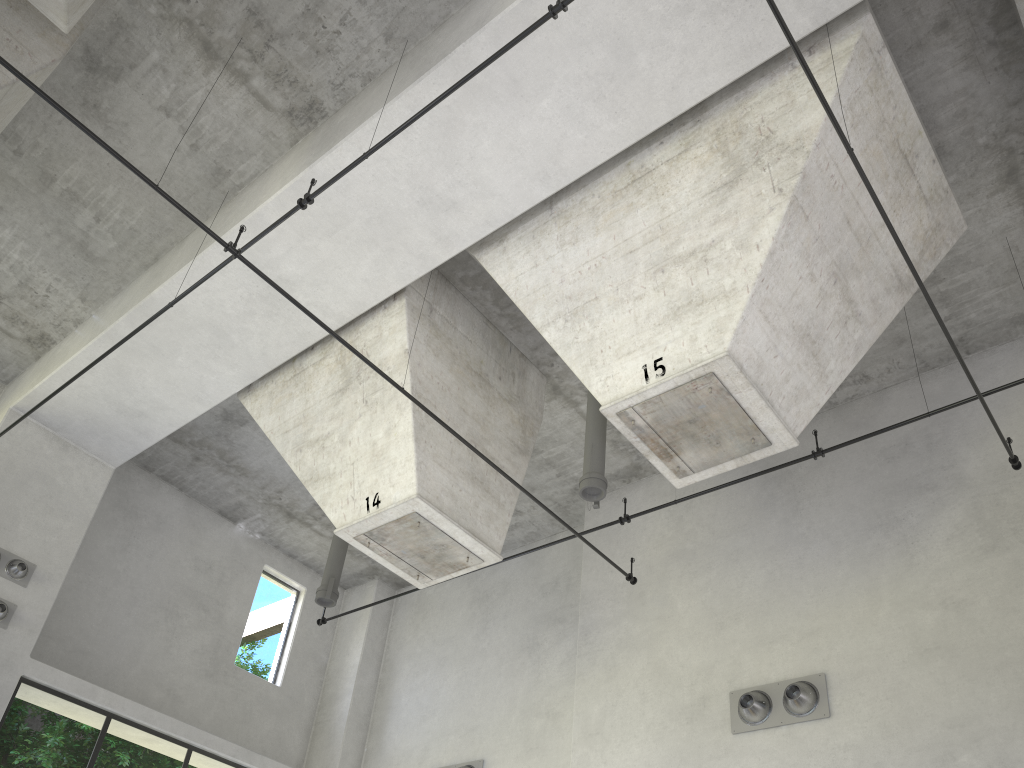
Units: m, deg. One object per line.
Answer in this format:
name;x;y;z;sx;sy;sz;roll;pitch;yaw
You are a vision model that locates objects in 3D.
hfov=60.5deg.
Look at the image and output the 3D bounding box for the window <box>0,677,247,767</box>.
window;-4.293;6.359;9.713;0.020;4.572;4.762;-22;-47;31
